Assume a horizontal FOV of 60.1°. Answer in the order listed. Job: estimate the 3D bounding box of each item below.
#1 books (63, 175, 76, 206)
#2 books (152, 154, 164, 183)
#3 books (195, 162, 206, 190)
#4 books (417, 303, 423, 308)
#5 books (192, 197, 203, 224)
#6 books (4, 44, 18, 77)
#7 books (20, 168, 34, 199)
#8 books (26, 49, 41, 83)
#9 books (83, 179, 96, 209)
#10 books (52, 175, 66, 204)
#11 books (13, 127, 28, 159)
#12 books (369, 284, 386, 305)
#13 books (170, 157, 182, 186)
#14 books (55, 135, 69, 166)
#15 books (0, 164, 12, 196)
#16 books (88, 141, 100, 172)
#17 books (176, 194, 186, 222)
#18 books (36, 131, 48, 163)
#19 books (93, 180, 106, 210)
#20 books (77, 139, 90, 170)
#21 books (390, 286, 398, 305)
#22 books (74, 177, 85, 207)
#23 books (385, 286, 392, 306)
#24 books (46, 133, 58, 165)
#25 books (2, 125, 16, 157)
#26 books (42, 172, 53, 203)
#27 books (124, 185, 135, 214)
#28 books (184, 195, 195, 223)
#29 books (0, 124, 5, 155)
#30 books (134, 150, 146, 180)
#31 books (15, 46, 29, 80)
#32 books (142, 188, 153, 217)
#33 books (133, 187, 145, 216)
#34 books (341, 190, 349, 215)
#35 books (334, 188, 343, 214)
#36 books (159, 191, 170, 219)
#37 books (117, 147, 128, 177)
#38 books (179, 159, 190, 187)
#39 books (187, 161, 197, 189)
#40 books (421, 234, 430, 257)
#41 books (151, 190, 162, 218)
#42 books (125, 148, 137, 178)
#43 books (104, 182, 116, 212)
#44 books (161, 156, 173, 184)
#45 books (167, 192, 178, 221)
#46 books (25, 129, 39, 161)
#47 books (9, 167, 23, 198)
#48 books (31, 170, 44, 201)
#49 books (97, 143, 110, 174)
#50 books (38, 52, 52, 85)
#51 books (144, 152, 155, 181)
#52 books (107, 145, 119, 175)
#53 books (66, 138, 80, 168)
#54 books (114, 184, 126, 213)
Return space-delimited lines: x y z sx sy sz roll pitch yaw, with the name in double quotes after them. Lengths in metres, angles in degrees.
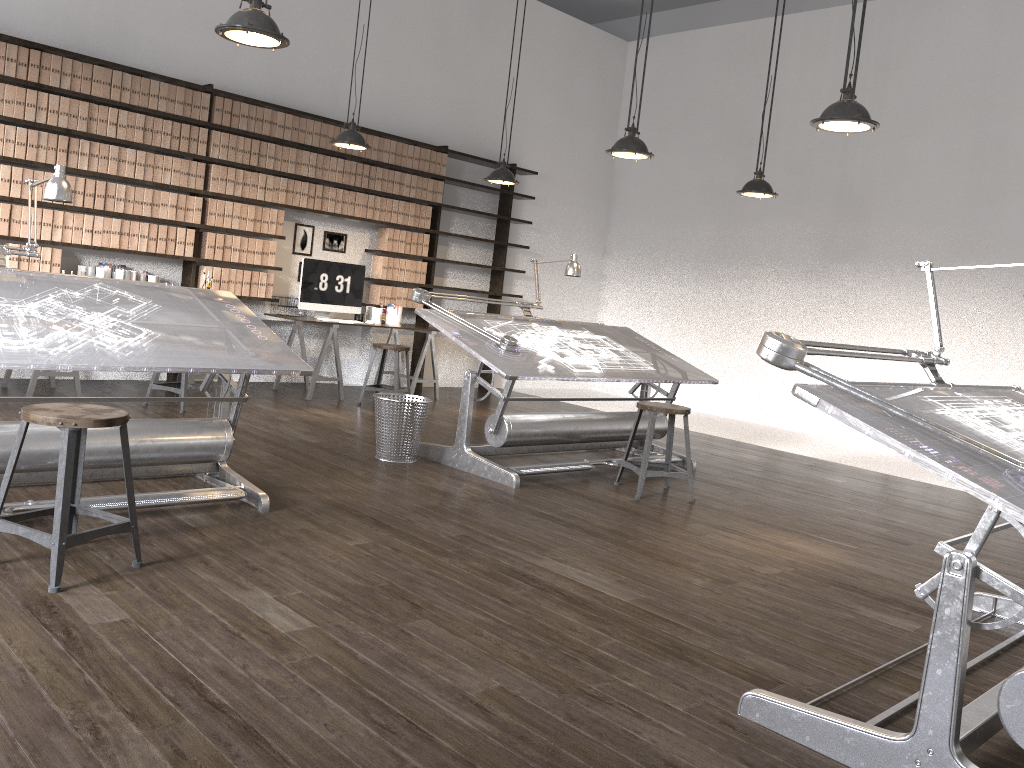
-3.287 -1.420 6.533 0.067 0.225 0.175 4 5 -45 "books"
-2.815 -1.688 6.962 0.066 0.225 0.175 4 5 -45 "books"
-2.570 -1.684 7.200 0.066 0.225 0.175 4 5 -44 "books"
-0.965 -0.840 8.894 0.067 0.225 0.175 4 5 -44 "books"
-2.596 -1.408 7.211 0.067 0.225 0.175 4 5 -44 "books"
-3.518 -2.247 6.180 0.066 0.225 0.175 4 5 -45 "books"
-3.494 -1.424 6.338 0.066 0.225 0.175 4 5 -45 "books"
-3.413 -2.245 6.282 0.067 0.225 0.175 4 5 -44 "books"
-3.193 -1.419 6.635 0.066 0.225 0.175 4 5 -45 "books"
-3.339 -1.421 6.482 0.066 0.225 0.175 4 5 -44 "books"
-3.504 -1.699 6.277 0.066 0.225 0.175 4 5 -45 "books"
-1.303 -0.846 8.571 0.066 0.225 0.175 4 5 -44 "books"
-2.709 -1.685 7.057 0.066 0.225 0.175 4 5 -44 "books"
-3.309 -1.696 6.471 0.067 0.225 0.175 4 5 -45 "books"
-3.595 -1.426 6.237 0.066 0.225 0.175 4 5 -45 "books"
-3.157 -1.694 6.626 0.066 0.225 0.175 4 5 -45 "books"
-2.696 -1.411 7.120 0.066 0.225 0.175 4 5 -44 "books"
-3.410 -1.698 6.375 0.066 0.225 0.175 4 5 -45 "books"
-3.136 -1.418 6.683 0.067 0.225 0.175 4 5 -44 "books"
-3.205 -1.694 6.573 0.066 0.225 0.175 4 5 -44 "books"
-1.207 -0.844 8.663 0.066 0.225 0.175 4 5 -44 "books"
-3.245 -1.420 6.580 0.066 0.225 0.175 4 5 -44 "books"
-1.251 -0.844 8.614 0.067 0.225 0.175 4 5 -45 "books"
-3.365 -1.697 6.423 0.066 0.225 0.175 4 5 -44 "books"
-3.558 -1.700 6.229 0.066 0.225 0.175 4 5 -45 "books"
-3.393 -1.422 6.434 0.066 0.225 0.175 4 5 -44 "books"
-2.985 -1.416 6.838 0.066 0.225 0.175 4 5 -44 "books"
-2.647 -1.410 7.170 0.066 0.225 0.175 4 5 -44 "books"
-3.611 -1.701 6.183 0.066 0.225 0.175 4 5 -44 "books"
-2.911 -1.689 6.860 0.067 0.225 0.175 4 5 -44 "books"
-3.471 -2.247 6.233 0.066 0.225 0.175 4 5 -45 "books"
-2.882 -1.413 6.930 0.067 0.225 0.175 4 5 -45 "books"
-2.934 -1.415 6.887 0.066 0.225 0.175 4 5 -44 "books"
-1.585 -1.674 8.166 0.066 0.225 0.175 4 5 -44 "books"
-1.632 -1.674 8.115 0.066 0.225 0.175 4 5 -45 "books"
-2.792 -1.412 7.023 0.066 0.225 0.175 4 5 -44 "books"
-3.010 -1.691 6.768 0.066 0.225 0.175 4 5 -45 "books"
-2.661 -1.685 7.103 0.067 0.225 0.175 4 5 -45 "books"
-2.619 -1.685 7.150 0.066 0.225 0.175 4 5 -44 "books"
-0.912 -1.387 8.865 0.066 0.225 0.175 4 5 -44 "books"
-2.838 -1.413 6.980 0.066 0.225 0.175 4 5 -44 "books"
-2.964 -1.690 6.811 0.066 0.225 0.175 4 5 -45 "books"
-3.087 -1.418 6.739 0.066 0.225 0.175 4 5 -45 "books"
-2.763 -1.687 7.008 0.066 0.225 0.175 4 5 -44 "books"
-2.743 -1.411 7.068 0.067 0.225 0.175 4 5 -45 "books"
-3.453 -1.698 6.328 0.067 0.225 0.175 4 5 -44 "books"
-3.542 -1.425 6.286 0.067 0.225 0.175 4 5 -44 "books"
-3.446 -1.424 6.388 0.066 0.225 0.175 4 5 -45 "books"
-3.107 -1.693 6.675 0.066 0.225 0.175 4 5 -45 "books"
-3.364 -2.245 6.337 0.066 0.225 0.175 4 5 -45 "books"
-2.864 -1.689 6.912 0.066 0.225 0.175 4 5 -45 "books"
-3.055 -1.691 6.718 0.067 0.225 0.175 4 5 -44 "books"
-3.259 -1.696 6.527 0.066 0.225 0.175 4 5 -44 "books"
-3.033 -1.416 6.785 0.066 0.225 0.175 4 5 -45 "books"
